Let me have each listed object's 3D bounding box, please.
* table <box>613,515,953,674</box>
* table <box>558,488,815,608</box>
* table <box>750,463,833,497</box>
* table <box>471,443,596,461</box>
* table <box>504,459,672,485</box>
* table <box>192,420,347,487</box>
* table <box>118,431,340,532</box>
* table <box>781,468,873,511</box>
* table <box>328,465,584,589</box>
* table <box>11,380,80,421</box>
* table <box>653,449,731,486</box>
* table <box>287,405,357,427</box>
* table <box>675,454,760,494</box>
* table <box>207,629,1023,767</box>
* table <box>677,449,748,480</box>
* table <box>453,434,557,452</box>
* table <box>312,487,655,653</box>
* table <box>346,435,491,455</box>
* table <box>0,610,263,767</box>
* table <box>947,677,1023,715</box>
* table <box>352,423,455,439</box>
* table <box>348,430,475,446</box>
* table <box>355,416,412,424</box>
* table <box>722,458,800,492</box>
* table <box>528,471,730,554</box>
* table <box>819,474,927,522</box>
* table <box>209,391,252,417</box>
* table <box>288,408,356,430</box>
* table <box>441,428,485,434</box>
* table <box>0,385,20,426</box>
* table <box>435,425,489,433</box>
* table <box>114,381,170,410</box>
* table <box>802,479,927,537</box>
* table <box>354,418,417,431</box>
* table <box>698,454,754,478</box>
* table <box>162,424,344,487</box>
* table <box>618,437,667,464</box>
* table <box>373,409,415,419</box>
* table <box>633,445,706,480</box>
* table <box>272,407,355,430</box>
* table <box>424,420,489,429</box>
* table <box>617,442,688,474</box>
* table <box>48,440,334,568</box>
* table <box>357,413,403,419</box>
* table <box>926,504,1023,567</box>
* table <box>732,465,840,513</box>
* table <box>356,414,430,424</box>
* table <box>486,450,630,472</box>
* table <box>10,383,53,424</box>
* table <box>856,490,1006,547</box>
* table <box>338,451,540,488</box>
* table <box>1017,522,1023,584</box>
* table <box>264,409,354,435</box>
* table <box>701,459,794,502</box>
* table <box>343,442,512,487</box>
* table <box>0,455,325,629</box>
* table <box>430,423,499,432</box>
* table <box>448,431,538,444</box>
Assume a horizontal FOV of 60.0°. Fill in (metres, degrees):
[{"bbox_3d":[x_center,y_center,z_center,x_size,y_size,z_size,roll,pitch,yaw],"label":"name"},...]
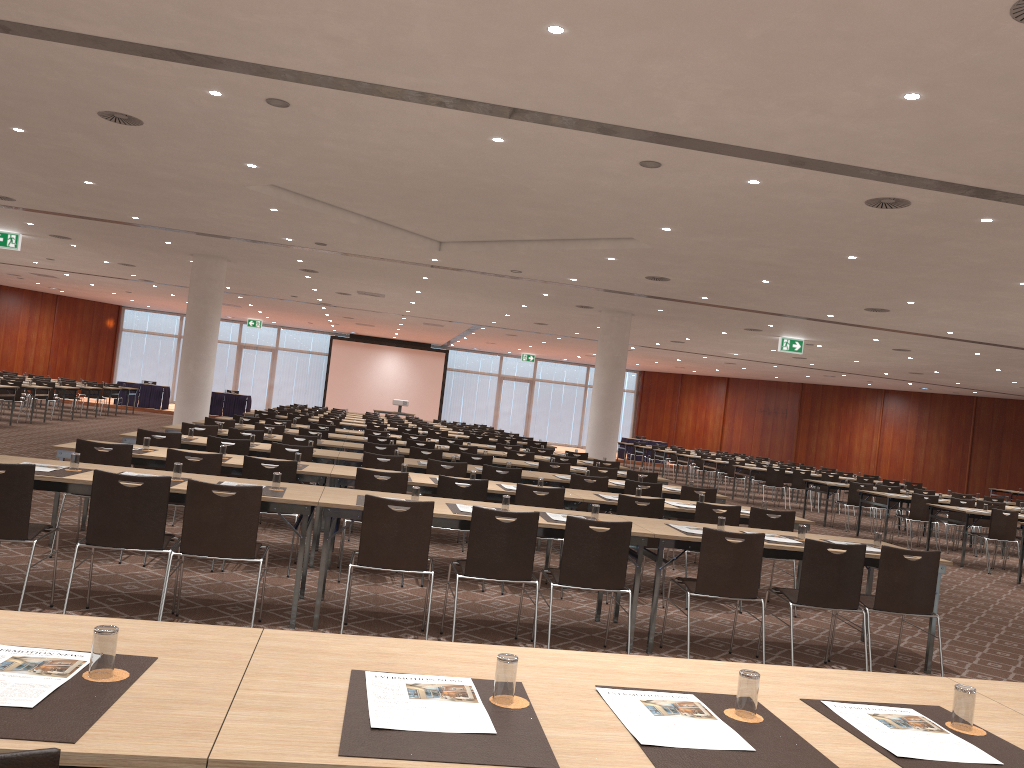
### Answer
[{"bbox_3d":[1.966,1.577,6.719,2.267,0.833,0.953,7,-1,-9],"label":"table"},{"bbox_3d":[1.641,1.595,8.692,2.267,0.833,0.953,7,-1,-9],"label":"table"},{"bbox_3d":[8.048,2.799,25.458,2.267,0.833,0.953,7,-1,-9],"label":"table"},{"bbox_3d":[0.341,1.664,16.586,2.267,0.833,0.953,7,-1,-9],"label":"table"},{"bbox_3d":[0.991,1.629,12.639,2.267,0.833,0.953,7,-1,-9],"label":"table"},{"bbox_3d":[-3.784,1.114,13.879,2.267,0.833,0.953,7,-1,-9],"label":"table"},{"bbox_3d":[-3.134,1.079,9.932,2.267,0.833,0.953,7,-1,-9],"label":"table"},{"bbox_3d":[8.373,2.782,23.485,2.267,0.833,0.953,7,-1,-9],"label":"table"},{"bbox_3d":[-0.584,1.328,8.325,2.267,0.833,0.953,7,-1,-9],"label":"table"},{"bbox_3d":[-12.185,0.374,22.122,2.267,0.833,0.953,7,-1,-9],"label":"table"},{"bbox_3d":[5.498,2.550,27.065,2.267,0.833,0.953,7,-1,-9],"label":"table"},{"bbox_3d":[-6.303,1.248,29.173,2.267,0.833,0.953,7,-1,-9],"label":"table"},{"bbox_3d":[5.823,2.533,25.091,2.267,0.833,0.953,7,-1,-9],"label":"table"},{"bbox_3d":[0.398,1.276,2.362,2.267,0.833,0.953,7,-1,-9],"label":"table"},{"bbox_3d":[7.073,2.851,31.378,2.267,0.833,0.953,7,-1,-9],"label":"table"},{"bbox_3d":[-0.228,1.695,20.039,2.267,0.833,0.953,7,-1,-9],"label":"table"},{"bbox_3d":[-0.259,1.311,6.352,2.267,0.833,0.953,7,-1,-9],"label":"table"},{"bbox_3d":[-1.559,1.380,14.246,2.267,0.833,0.953,7,-1,-9],"label":"table"},{"bbox_3d":[-1.826,1.009,1.995,2.267,0.833,0.953,7,-1,-9],"label":"table"},{"bbox_3d":[2.623,1.542,2.729,2.267,0.833,0.953,7,-1,-9],"label":"table"},{"bbox_3d":[-2.453,1.428,19.672,2.267,0.833,0.953,7,-1,-9],"label":"table"},{"bbox_3d":[-1.884,1.398,16.219,2.267,0.833,0.953,7,-1,-9],"label":"table"},{"bbox_3d":[-3.428,1.480,25.593,2.267,0.833,0.953,7,-1,-9],"label":"table"},{"bbox_3d":[7.723,2.817,27.431,2.267,0.833,0.953,7,-1,-9],"label":"table"},{"bbox_3d":[1.316,1.612,10.666,2.267,0.833,0.953,7,-1,-9],"label":"table"},{"bbox_3d":[8.698,2.764,21.511,2.267,0.833,0.953,7,-1,-9],"label":"table"},{"bbox_3d":[-10.266,0.741,31.785,1.712,0.832,1.042,7,-1,-9],"label":"table"},{"bbox_3d":[-5.978,1.231,27.199,2.267,0.833,0.953,7,-1,-9],"label":"table"},{"bbox_3d":[-0.878,1.729,23.986,2.267,0.833,0.953,7,-1,-9],"label":"table"},{"bbox_3d":[-11.535,0.340,18.175,2.267,0.833,0.953,7,-1,-9],"label":"table"},{"bbox_3d":[-1.203,1.747,25.960,2.267,0.833,0.953,7,-1,-9],"label":"table"},{"bbox_3d":[-13.054,0.407,31.325,1.712,0.832,1.042,7,-1,-9],"label":"table"},{"bbox_3d":[7.042,2.467,17.691,2.267,0.833,0.953,7,-1,-9],"label":"table"},{"bbox_3d":[-3.103,1.463,23.619,2.267,0.833,0.953,7,-1,-9],"label":"table"},{"bbox_3d":[7.398,2.834,29.405,2.267,0.833,0.953,7,-1,-9],"label":"table"},{"bbox_3d":[-3.459,1.096,11.905,2.267,0.833,0.953,7,-1,-9],"label":"table"},{"bbox_3d":[5.091,2.582,34.317,1.712,0.832,1.042,7,-1,-9],"label":"table"},{"bbox_3d":[-4.406,1.444,32.768,1.540,0.832,0.953,7,-1,-9],"label":"table"},{"bbox_3d":[5.173,2.567,29.038,2.267,0.833,0.953,7,-1,-9],"label":"table"},{"bbox_3d":[-5.653,1.214,25.226,2.267,0.833,0.953,7,-1,-9],"label":"table"},{"bbox_3d":[-1.853,1.782,29.906,2.267,0.833,0.953,7,-1,-9],"label":"table"},{"bbox_3d":[4.848,2.585,31.011,2.267,0.833,0.953,7,-1,-9],"label":"table"},{"bbox_3d":[-2.809,1.061,7.959,2.267,0.833,0.953,7,-1,-9],"label":"table"},{"bbox_3d":[-4.078,1.515,29.540,2.267,0.833,0.953,7,-1,-9],"label":"table"},{"bbox_3d":[7.692,2.433,13.744,2.267,0.833,0.953,7,-1,-9],"label":"table"},{"bbox_3d":[6.473,2.498,21.144,2.267,0.833,0.953,7,-1,-9],"label":"table"},{"bbox_3d":[-3.753,1.498,27.566,2.267,0.833,0.953,7,-1,-9],"label":"table"},{"bbox_3d":[0.666,1.647,14.612,2.267,0.833,0.953,7,-1,-9],"label":"table"},{"bbox_3d":[-11.860,0.357,20.148,2.267,0.833,0.953,7,-1,-9],"label":"table"},{"bbox_3d":[7.367,2.450,15.718,2.267,0.833,0.953,7,-1,-9],"label":"table"},{"bbox_3d":[-0.909,1.345,10.299,2.267,0.833,0.953,7,-1,-9],"label":"table"},{"bbox_3d":[8.017,2.415,11.771,2.267,0.833,0.953,7,-1,-9],"label":"table"},{"bbox_3d":[-5.328,1.196,23.252,2.267,0.833,0.953,7,-1,-9],"label":"table"},{"bbox_3d":[6.148,2.515,23.118,2.267,0.833,0.953,7,-1,-9],"label":"table"},{"bbox_3d":[-1.234,1.363,12.272,2.267,0.833,0.953,7,-1,-9],"label":"table"},{"bbox_3d":[-2.483,1.044,5.985,2.267,0.833,0.953,7,-1,-9],"label":"table"},{"bbox_3d":[-1.528,1.764,27.933,2.267,0.833,0.953,7,-1,-9],"label":"table"},{"bbox_3d":[-0.553,1.712,22.013,2.267,0.833,0.953,7,-1,-9],"label":"table"}]
